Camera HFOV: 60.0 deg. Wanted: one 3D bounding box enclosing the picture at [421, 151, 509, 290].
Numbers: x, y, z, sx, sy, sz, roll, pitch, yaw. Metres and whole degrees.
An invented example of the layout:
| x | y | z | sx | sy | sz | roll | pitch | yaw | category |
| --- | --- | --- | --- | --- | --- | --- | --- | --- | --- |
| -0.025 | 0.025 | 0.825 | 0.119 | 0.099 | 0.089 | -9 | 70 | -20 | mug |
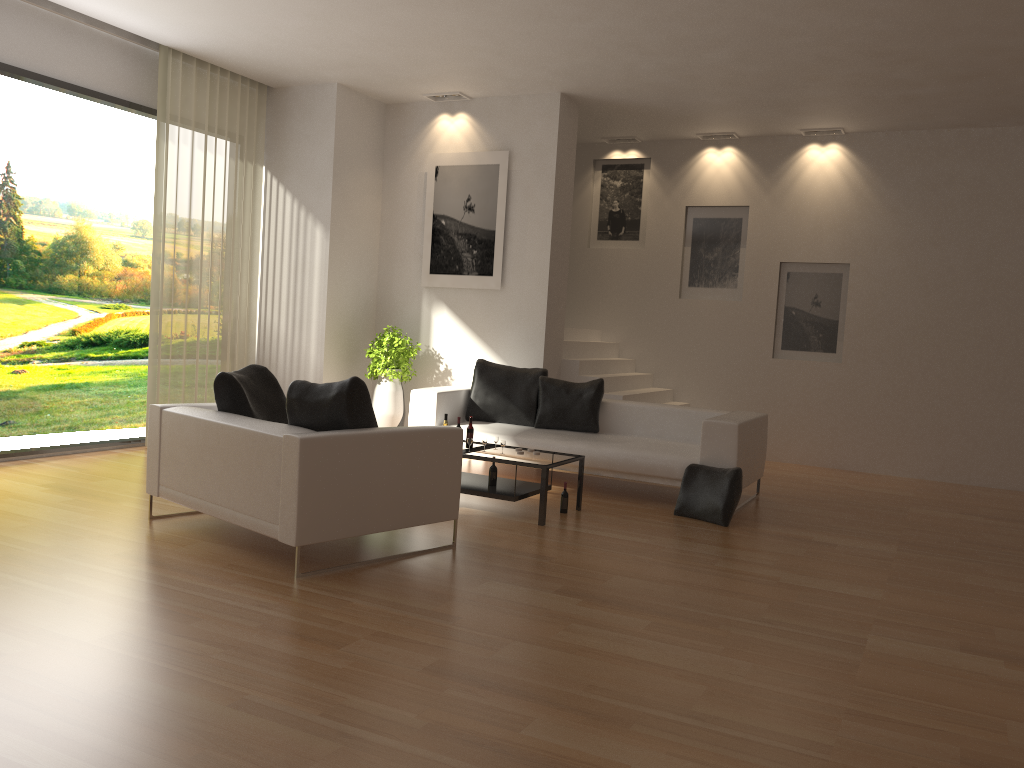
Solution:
| x | y | z | sx | sy | sz | roll | pitch | yaw | category |
| --- | --- | --- | --- | --- | --- | --- | --- | --- | --- |
| -0.511 | -1.738 | 9.422 | 0.979 | 1.431 | 0.004 | 5 | 4 | 27 | picture |

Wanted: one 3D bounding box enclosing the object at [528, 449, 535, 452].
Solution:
| x | y | z | sx | sy | sz | roll | pitch | yaw | category |
| --- | --- | --- | --- | --- | --- | --- | --- | --- | --- |
| 0.146 | 0.509 | 6.799 | 0.052 | 0.021 | 0.052 | 4 | 4 | 4 | object |

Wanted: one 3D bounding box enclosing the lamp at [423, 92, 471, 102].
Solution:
| x | y | z | sx | sy | sz | roll | pitch | yaw | category |
| --- | --- | --- | --- | --- | --- | --- | --- | --- | --- |
| -0.682 | -3.101 | 9.350 | 0.446 | 0.166 | 0.243 | 5 | 4 | 27 | lamp |

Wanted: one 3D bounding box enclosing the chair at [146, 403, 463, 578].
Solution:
| x | y | z | sx | sy | sz | roll | pitch | yaw | category |
| --- | --- | --- | --- | --- | --- | --- | --- | --- | --- |
| -1.308 | 0.565 | 5.608 | 1.671 | 0.761 | 1.262 | 7 | 5 | 42 | chair |

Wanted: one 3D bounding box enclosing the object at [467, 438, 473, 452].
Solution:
| x | y | z | sx | sy | sz | roll | pitch | yaw | category |
| --- | --- | --- | --- | --- | --- | --- | --- | --- | --- |
| -0.317 | 0.457 | 6.659 | 0.039 | 0.101 | 0.039 | 2 | 4 | -21 | object |

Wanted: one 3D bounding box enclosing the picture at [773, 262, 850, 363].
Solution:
| x | y | z | sx | sy | sz | roll | pitch | yaw | category |
| --- | --- | --- | --- | --- | --- | --- | --- | --- | --- |
| 3.429 | -0.821 | 10.164 | 0.802 | 1.155 | 0.005 | 5 | 4 | 27 | picture |

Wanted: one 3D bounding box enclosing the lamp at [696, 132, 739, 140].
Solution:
| x | y | z | sx | sy | sz | roll | pitch | yaw | category |
| --- | --- | --- | --- | --- | --- | --- | --- | --- | --- |
| 2.414 | -2.976 | 10.382 | 0.446 | 0.166 | 0.243 | 5 | 4 | 27 | lamp |

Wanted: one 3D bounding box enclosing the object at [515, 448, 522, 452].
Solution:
| x | y | z | sx | sy | sz | roll | pitch | yaw | category |
| --- | --- | --- | --- | --- | --- | --- | --- | --- | --- |
| 0.052 | 0.504 | 6.783 | 0.052 | 0.021 | 0.052 | 4 | 4 | 4 | object |

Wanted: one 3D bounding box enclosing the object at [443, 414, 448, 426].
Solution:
| x | y | z | sx | sy | sz | roll | pitch | yaw | category |
| --- | --- | --- | --- | --- | --- | --- | --- | --- | --- |
| -0.516 | 0.358 | 6.850 | 0.067 | 0.257 | 0.068 | 0 | 5 | -45 | object |

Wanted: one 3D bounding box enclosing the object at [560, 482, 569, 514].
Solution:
| x | y | z | sx | sy | sz | roll | pitch | yaw | category |
| --- | --- | --- | --- | --- | --- | --- | --- | --- | --- |
| 0.398 | 0.863 | 6.708 | 0.059 | 0.244 | 0.059 | 4 | 4 | 3 | object |

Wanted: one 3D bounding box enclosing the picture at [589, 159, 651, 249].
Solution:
| x | y | z | sx | sy | sz | roll | pitch | yaw | category |
| --- | --- | --- | --- | --- | --- | --- | --- | --- | --- |
| 1.358 | -2.267 | 11.160 | 0.802 | 1.155 | 0.005 | 5 | 4 | 27 | picture |

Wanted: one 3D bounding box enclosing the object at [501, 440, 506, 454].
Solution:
| x | y | z | sx | sy | sz | roll | pitch | yaw | category |
| --- | --- | --- | --- | --- | --- | --- | --- | --- | --- |
| -0.068 | 0.474 | 6.638 | 0.039 | 0.101 | 0.039 | 3 | 4 | -15 | object |

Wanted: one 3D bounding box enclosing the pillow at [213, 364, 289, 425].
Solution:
| x | y | z | sx | sy | sz | roll | pitch | yaw | category |
| --- | --- | --- | --- | --- | --- | --- | --- | --- | --- |
| -1.725 | 0.174 | 5.903 | 0.291 | 0.598 | 0.660 | 5 | 4 | 16 | pillow |

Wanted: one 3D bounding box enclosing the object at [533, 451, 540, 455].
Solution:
| x | y | z | sx | sy | sz | roll | pitch | yaw | category |
| --- | --- | --- | --- | --- | --- | --- | --- | --- | --- |
| 0.185 | 0.521 | 6.663 | 0.052 | 0.021 | 0.052 | 4 | 4 | 4 | object |

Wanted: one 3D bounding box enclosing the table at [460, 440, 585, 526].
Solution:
| x | y | z | sx | sy | sz | roll | pitch | yaw | category |
| --- | --- | --- | --- | --- | --- | --- | --- | --- | --- |
| -0.308 | 0.726 | 6.871 | 1.566 | 0.460 | 0.709 | 5 | 4 | 27 | table |

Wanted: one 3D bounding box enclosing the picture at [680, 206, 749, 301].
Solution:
| x | y | z | sx | sy | sz | roll | pitch | yaw | category |
| --- | --- | --- | --- | --- | --- | --- | --- | --- | --- |
| 2.431 | -1.567 | 10.642 | 0.802 | 1.155 | 0.005 | 5 | 4 | 27 | picture |

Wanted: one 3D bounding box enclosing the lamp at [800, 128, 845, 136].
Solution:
| x | y | z | sx | sy | sz | roll | pitch | yaw | category |
| --- | --- | --- | --- | --- | --- | --- | --- | --- | --- |
| 3.459 | -2.876 | 9.858 | 0.446 | 0.166 | 0.243 | 5 | 4 | 27 | lamp |

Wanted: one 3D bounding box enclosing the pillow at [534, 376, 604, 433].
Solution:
| x | y | z | sx | sy | sz | roll | pitch | yaw | category |
| --- | --- | --- | --- | --- | --- | --- | --- | --- | --- |
| 0.542 | 0.188 | 8.335 | 0.628 | 0.524 | 0.270 | 4 | 4 | 10 | pillow |

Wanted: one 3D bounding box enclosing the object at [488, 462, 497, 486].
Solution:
| x | y | z | sx | sy | sz | roll | pitch | yaw | category |
| --- | --- | --- | --- | --- | --- | --- | --- | --- | --- |
| -0.143 | 0.670 | 6.741 | 0.065 | 0.217 | 0.065 | 4 | 4 | 9 | object |

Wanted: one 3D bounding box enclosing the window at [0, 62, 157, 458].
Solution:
| x | y | z | sx | sy | sz | roll | pitch | yaw | category |
| --- | --- | --- | --- | --- | --- | --- | --- | --- | --- |
| -4.191 | -0.979 | 7.261 | 0.152 | 3.189 | 5.198 | 5 | 4 | 27 | window |

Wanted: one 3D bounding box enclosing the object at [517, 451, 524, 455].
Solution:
| x | y | z | sx | sy | sz | roll | pitch | yaw | category |
| --- | --- | --- | --- | --- | --- | --- | --- | --- | --- |
| 0.064 | 0.515 | 6.636 | 0.052 | 0.021 | 0.052 | 0 | 5 | -41 | object |

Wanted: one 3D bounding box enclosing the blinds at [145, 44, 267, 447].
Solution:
| x | y | z | sx | sy | sz | roll | pitch | yaw | category |
| --- | --- | --- | --- | --- | --- | --- | --- | --- | --- |
| -3.070 | -1.350 | 8.948 | 0.143 | 3.861 | 1.409 | 5 | 4 | 23 | blinds |

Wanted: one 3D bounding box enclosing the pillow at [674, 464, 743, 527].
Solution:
| x | y | z | sx | sy | sz | roll | pitch | yaw | category |
| --- | --- | --- | --- | --- | --- | --- | --- | --- | --- |
| 1.534 | 0.848 | 6.835 | 0.340 | 0.457 | 0.503 | 0 | 5 | -45 | pillow |

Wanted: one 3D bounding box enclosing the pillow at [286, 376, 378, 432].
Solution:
| x | y | z | sx | sy | sz | roll | pitch | yaw | category |
| --- | --- | --- | --- | --- | --- | --- | --- | --- | --- |
| -1.028 | 0.272 | 5.165 | 0.506 | 0.666 | 0.324 | 5 | 4 | 17 | pillow |

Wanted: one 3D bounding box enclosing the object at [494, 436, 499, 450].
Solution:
| x | y | z | sx | sy | sz | roll | pitch | yaw | category |
| --- | --- | --- | --- | --- | --- | --- | --- | --- | --- |
| -0.124 | 0.456 | 6.861 | 0.039 | 0.101 | 0.039 | 3 | 4 | -15 | object |

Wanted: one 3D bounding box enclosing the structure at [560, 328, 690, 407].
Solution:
| x | y | z | sx | sy | sz | roll | pitch | yaw | category |
| --- | --- | --- | --- | --- | --- | --- | --- | --- | --- |
| 0.225 | 0.000 | 10.707 | 4.625 | 1.403 | 1.839 | 5 | 4 | 27 | structure |

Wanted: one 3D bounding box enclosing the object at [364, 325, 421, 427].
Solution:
| x | y | z | sx | sy | sz | roll | pitch | yaw | category |
| --- | --- | --- | --- | --- | --- | --- | --- | --- | --- |
| -1.302 | 0.031 | 9.502 | 0.570 | 1.324 | 0.631 | 7 | 5 | 41 | object |

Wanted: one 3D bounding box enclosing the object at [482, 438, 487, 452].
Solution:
| x | y | z | sx | sy | sz | roll | pitch | yaw | category |
| --- | --- | --- | --- | --- | --- | --- | --- | --- | --- |
| -0.207 | 0.461 | 6.702 | 0.039 | 0.101 | 0.039 | 3 | 4 | -15 | object |

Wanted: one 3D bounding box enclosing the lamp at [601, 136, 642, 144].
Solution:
| x | y | z | sx | sy | sz | roll | pitch | yaw | category |
| --- | --- | --- | --- | --- | --- | --- | --- | --- | --- |
| 1.353 | -3.076 | 10.914 | 0.446 | 0.166 | 0.243 | 5 | 4 | 27 | lamp |

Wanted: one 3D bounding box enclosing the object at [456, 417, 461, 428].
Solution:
| x | y | z | sx | sy | sz | roll | pitch | yaw | category |
| --- | --- | --- | --- | --- | --- | --- | --- | --- | --- |
| -0.413 | 0.374 | 6.806 | 0.059 | 0.244 | 0.059 | 5 | 4 | 27 | object |

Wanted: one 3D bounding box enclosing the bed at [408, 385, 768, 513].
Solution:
| x | y | z | sx | sy | sz | roll | pitch | yaw | category |
| --- | --- | --- | --- | --- | --- | --- | --- | --- | --- |
| 0.640 | 0.523 | 8.110 | 3.075 | 0.761 | 1.262 | 5 | 4 | 27 | bed |

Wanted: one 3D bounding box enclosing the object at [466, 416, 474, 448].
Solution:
| x | y | z | sx | sy | sz | roll | pitch | yaw | category |
| --- | --- | --- | --- | --- | --- | --- | --- | --- | --- |
| -0.324 | 0.375 | 6.865 | 0.057 | 0.248 | 0.057 | 7 | 5 | 44 | object |

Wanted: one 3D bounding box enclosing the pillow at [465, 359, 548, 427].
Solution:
| x | y | z | sx | sy | sz | roll | pitch | yaw | category |
| --- | --- | --- | --- | --- | --- | --- | --- | --- | --- |
| -0.045 | 0.109 | 8.604 | 0.755 | 0.666 | 0.346 | 4 | 4 | 12 | pillow |
